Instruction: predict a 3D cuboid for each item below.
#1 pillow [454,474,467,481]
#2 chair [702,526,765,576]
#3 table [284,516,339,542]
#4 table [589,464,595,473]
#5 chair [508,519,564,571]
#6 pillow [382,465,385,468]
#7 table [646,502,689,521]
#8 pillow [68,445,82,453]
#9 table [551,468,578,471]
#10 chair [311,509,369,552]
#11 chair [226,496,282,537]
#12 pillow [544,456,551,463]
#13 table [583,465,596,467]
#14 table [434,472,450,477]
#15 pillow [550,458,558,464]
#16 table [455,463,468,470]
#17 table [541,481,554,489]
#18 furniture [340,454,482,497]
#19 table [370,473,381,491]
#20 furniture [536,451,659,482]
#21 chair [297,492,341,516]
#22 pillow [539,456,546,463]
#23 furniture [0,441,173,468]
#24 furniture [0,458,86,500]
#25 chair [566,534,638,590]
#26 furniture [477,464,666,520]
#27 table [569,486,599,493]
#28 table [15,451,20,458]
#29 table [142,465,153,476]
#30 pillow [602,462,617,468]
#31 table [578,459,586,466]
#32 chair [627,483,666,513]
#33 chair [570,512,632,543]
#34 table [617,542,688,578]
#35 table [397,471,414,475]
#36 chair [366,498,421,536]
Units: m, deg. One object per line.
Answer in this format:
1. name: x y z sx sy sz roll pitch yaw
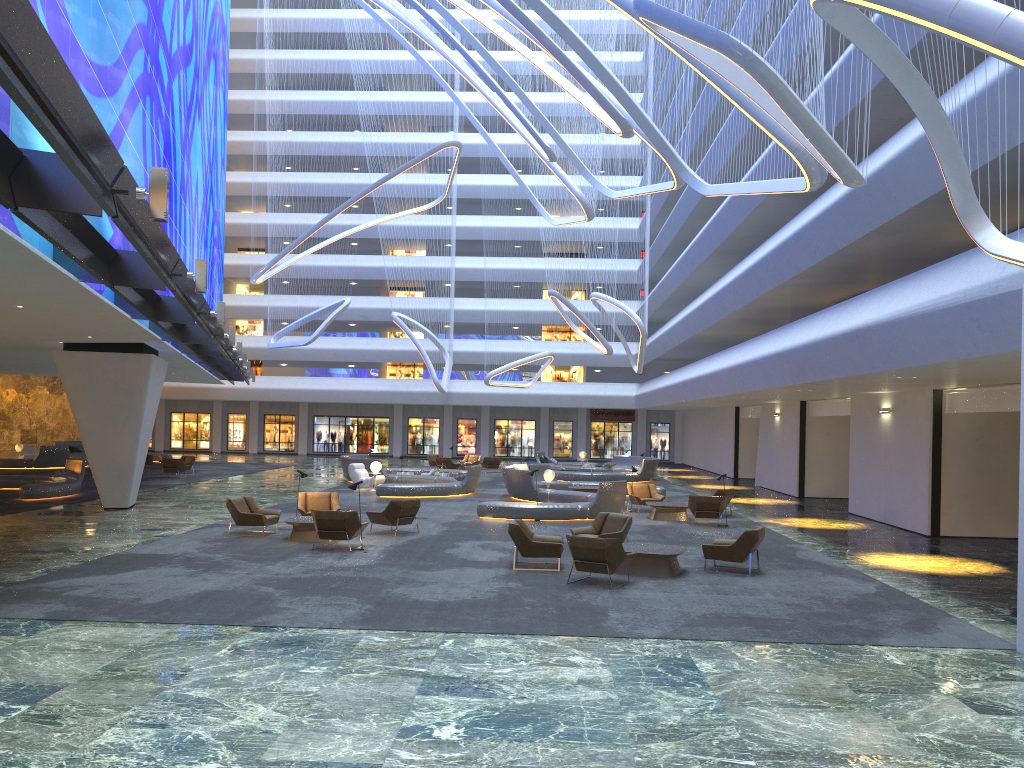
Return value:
1. pillow: -1.516 3.150 29.888 0.692 0.262 0.878 1 -2 11
2. chair: 3.766 2.802 15.056 0.938 0.766 0.930 0 -2 27
3. table: -3.950 2.937 17.945 1.203 0.392 1.204 1 -2 3
4. table: 3.652 3.977 40.822 0.418 0.595 0.428 1 -1 -1
5. chair: 0.415 2.728 15.051 0.938 0.766 0.930 1 -2 4
6. pillow: -5.523 3.411 36.523 0.443 0.207 0.445 3 -3 -36
7. table: 4.124 3.343 23.259 1.203 0.392 1.204 1 -2 2
8. pillow: -22.203 3.302 45.029 0.315 0.386 0.785 1 -2 19
9. table: 2.341 4.021 39.885 1.203 0.392 1.204 1 -2 3
10. chair: -3.257 2.715 16.632 0.929 0.766 0.939 1 -2 8
11. chair: -5.400 2.748 18.471 0.938 0.766 0.930 1 -2 11
12. pillow: 1.791 3.796 44.807 0.315 0.386 0.785 1 -2 18
13. table: 3.836 4.239 44.209 0.671 0.406 0.674 1 -2 -1
14. table: -2.691 3.700 35.025 0.674 0.406 0.671 3 -2 -36
15. pillow: 2.007 3.905 45.090 0.874 0.280 0.685 -1 -3 39
16. table: -2.818 4.026 42.618 1.203 0.392 1.204 -1 -3 38
17. table: 1.113 3.354 27.665 0.418 0.595 0.428 1 -1 1
18. furniture: -3.904 3.256 32.605 5.185 0.969 9.934 2 -2 -6
19. table: -4.698 3.342 30.346 0.418 0.595 0.428 2 -1 -24
20. furniture: 3.851 3.817 41.667 5.185 0.969 9.935 1 -2 -1
21. chair: -4.323 2.829 19.809 0.929 0.766 0.939 2 -2 -14
22. pillow: 1.581 3.815 44.781 0.295 0.368 0.769 1 -2 15
23. furniture: -20.899 3.295 42.160 5.184 0.969 9.936 0 -3 19
24. furniture: -17.542 2.698 26.598 9.925 0.969 5.190 0 -3 19
25. chair: 1.344 2.686 13.605 0.929 0.766 0.939 0 -2 29
26. furniture: 1.468 3.121 26.713 5.184 0.969 9.936 0 -3 19
27. table: 2.427 3.539 28.655 1.203 0.392 1.204 1 -2 3
28. table: -22.555 3.385 40.437 0.418 0.595 0.428 1 -1 1
29. table: -14.924 3.437 35.120 1.204 0.392 1.203 3 -3 -33
30. pillow: 4.538 3.779 41.409 0.693 0.262 0.877 3 -3 -36
31. table: 3.631 4.182 45.594 0.418 0.595 0.427 2 -2 -44
32. chair: 3.751 3.235 25.123 0.929 0.766 0.939 2 -2 -14
33. chair: 1.704 2.820 16.533 0.939 0.766 0.929 2 -2 -36
34. table: 2.296 2.939 14.817 1.203 0.392 1.204 0 -2 20
35. table: -4.191 3.658 34.805 0.673 0.406 0.671 0 -2 22
36. chair: -2.509 2.836 19.055 0.938 0.766 0.930 0 -2 35
